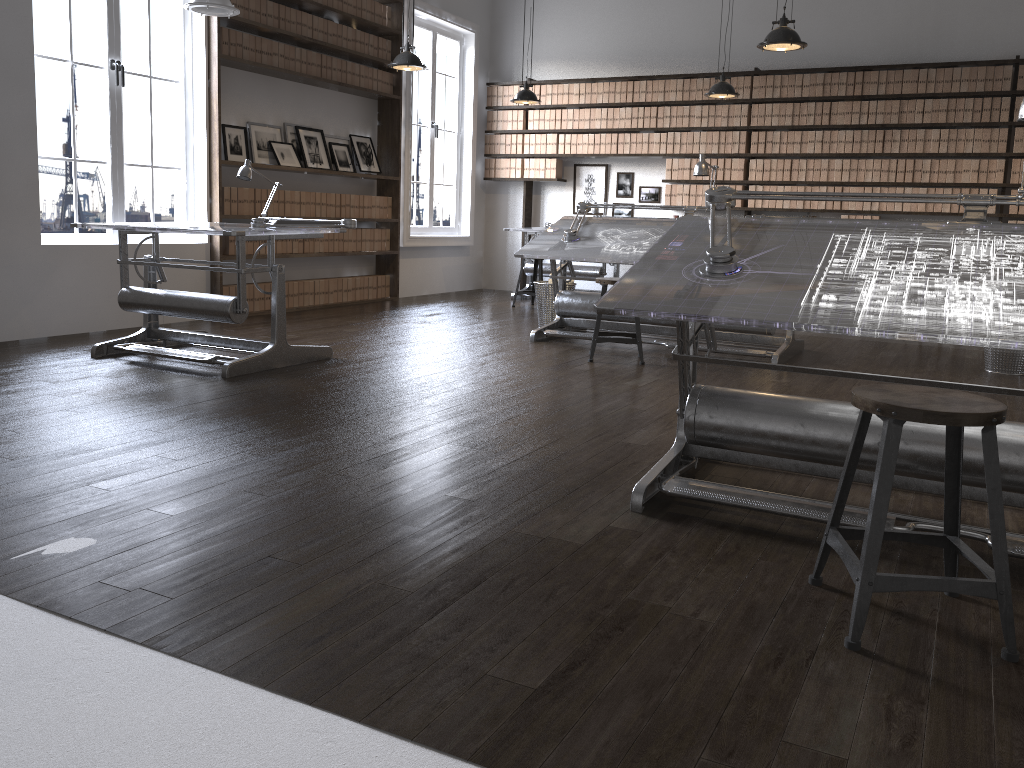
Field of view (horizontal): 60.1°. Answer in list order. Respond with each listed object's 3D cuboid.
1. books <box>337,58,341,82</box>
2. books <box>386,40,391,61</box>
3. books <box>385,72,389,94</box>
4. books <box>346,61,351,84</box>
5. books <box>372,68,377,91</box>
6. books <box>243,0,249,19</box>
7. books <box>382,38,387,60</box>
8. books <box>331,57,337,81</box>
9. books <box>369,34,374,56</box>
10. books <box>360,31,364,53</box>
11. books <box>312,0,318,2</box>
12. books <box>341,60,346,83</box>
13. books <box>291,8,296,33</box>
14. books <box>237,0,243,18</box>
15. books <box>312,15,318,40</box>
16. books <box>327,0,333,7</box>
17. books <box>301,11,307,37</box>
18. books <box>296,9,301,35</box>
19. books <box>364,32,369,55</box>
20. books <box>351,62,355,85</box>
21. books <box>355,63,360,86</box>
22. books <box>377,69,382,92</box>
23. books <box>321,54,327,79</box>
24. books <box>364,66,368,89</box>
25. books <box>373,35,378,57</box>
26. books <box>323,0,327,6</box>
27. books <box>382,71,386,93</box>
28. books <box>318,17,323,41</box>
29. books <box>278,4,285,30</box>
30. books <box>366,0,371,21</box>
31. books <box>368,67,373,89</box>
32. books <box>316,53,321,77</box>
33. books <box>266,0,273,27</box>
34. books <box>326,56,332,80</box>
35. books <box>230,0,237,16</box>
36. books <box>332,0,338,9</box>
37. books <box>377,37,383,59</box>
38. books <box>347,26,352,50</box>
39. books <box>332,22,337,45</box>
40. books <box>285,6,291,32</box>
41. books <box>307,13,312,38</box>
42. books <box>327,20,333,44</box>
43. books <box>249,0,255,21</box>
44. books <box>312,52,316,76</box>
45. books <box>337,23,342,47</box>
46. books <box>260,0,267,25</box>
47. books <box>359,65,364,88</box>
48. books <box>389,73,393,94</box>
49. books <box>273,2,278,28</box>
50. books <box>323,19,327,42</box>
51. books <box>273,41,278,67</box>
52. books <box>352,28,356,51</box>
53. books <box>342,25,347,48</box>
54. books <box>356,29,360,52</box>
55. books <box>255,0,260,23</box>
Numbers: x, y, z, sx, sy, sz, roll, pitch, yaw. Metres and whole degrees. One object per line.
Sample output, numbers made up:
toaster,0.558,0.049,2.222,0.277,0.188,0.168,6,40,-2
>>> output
books,-1.672,-2.897,8.221,0.175,0.224,0.067,7,9,27
books,-1.299,-3.320,8.864,0.175,0.224,0.067,7,9,27
books,-1.322,-3.010,8.883,0.175,0.224,0.067,7,9,27
books,-1.603,-2.917,8.340,0.175,0.224,0.067,7,9,27
books,-1.415,-2.979,8.704,0.175,0.224,0.067,7,9,27
books,-2.210,-3.027,7.136,0.175,0.224,0.067,7,9,27
books,-1.337,-3.309,8.798,0.175,0.224,0.067,7,9,27
books,-1.702,-2.886,8.157,0.175,0.224,0.067,7,9,27
books,-1.435,-3.276,8.602,0.175,0.224,0.067,7,9,27
books,-1.504,-3.255,8.479,0.175,0.224,0.067,7,9,27
books,-1.807,-3.465,7.828,0.175,0.224,0.067,7,9,27
books,-1.639,-2.908,8.284,0.175,0.224,0.067,7,9,27
books,-1.949,-3.111,7.630,0.175,0.224,0.067,7,9,27
books,-2.237,-3.017,7.080,0.175,0.224,0.067,7,9,27
books,-1.816,-3.153,7.877,0.175,0.224,0.067,7,9,27
books,-1.713,-3.497,8.017,0.175,0.224,0.067,7,9,27
books,-1.882,-3.131,7.747,0.175,0.224,0.067,7,9,27
books,-1.916,-3.120,7.684,0.175,0.224,0.067,7,9,27
books,-1.471,-3.266,8.542,0.175,0.224,0.067,7,9,27
books,-1.576,-2.928,8.401,0.175,0.224,0.067,7,9,27
books,-1.546,-2.937,8.456,0.175,0.224,0.067,7,9,27
books,-1.378,-2.990,8.767,0.175,0.224,0.067,7,9,27
books,-1.768,-2.865,8.028,0.175,0.224,0.067,7,9,27
books,-1.481,-2.959,8.582,0.175,0.224,0.067,7,9,27
books,-1.406,-3.287,8.667,0.175,0.224,0.067,7,9,27
books,-1.747,-3.487,7.956,0.175,0.224,0.067,7,9,27
books,-1.347,-3.000,8.825,0.175,0.224,0.067,7,9,27
books,-1.784,-3.164,7.942,0.175,0.224,0.067,7,9,27
books,-2.011,-3.090,7.506,0.175,0.224,0.067,7,9,27
books,-1.450,-3.581,8.513,0.175,0.224,0.067,7,9,27
books,-1.451,-2.969,8.645,0.175,0.224,0.067,7,9,27
books,-1.808,-2.854,7.965,0.175,0.224,0.067,7,9,27
books,-2.079,-3.068,7.377,0.175,0.224,0.067,7,9,27
books,-1.739,-2.876,8.097,0.175,0.224,0.067,7,9,27
books,-2.269,-3.007,7.015,0.175,0.224,0.067,7,9,27
books,-1.678,-3.508,8.082,0.175,0.224,0.067,7,9,27
books,-1.366,-3.297,8.730,0.175,0.224,0.067,7,9,27
books,-1.593,-3.225,8.305,0.175,0.224,0.067,7,9,27
books,-1.695,-3.194,8.119,0.175,0.224,0.067,7,9,27
books,-1.981,-3.101,7.573,0.175,0.224,0.067,7,9,27
books,-1.852,-3.142,7.813,0.175,0.224,0.067,7,9,27
books,-1.721,-3.183,8.055,0.175,0.224,0.067,7,9,27
books,-2.175,-3.036,7.193,0.175,0.224,0.067,7,9,27
books,-1.836,-2.844,7.907,0.175,0.224,0.067,7,9,27
books,-1.661,-3.204,8.180,0.175,0.224,0.067,7,9,27
books,-2.116,-3.058,7.317,0.175,0.224,0.067,7,9,27
books,-1.510,-2.948,8.519,0.175,0.224,0.067,7,9,27
books,-1.291,-3.020,8.945,0.175,0.224,0.067,7,9,27
books,-2.051,-3.079,7.442,0.175,0.224,0.067,7,9,27
books,-1.756,-3.173,7.998,0.175,0.224,0.067,7,9,27
books,-2.062,-2.771,7.475,0.175,0.224,0.067,7,9,27
books,-1.565,-3.235,8.361,0.175,0.224,0.067,7,9,27
books,-1.625,-3.214,8.240,0.175,0.224,0.067,7,9,27
books,-1.530,-3.244,8.417,0.175,0.224,0.067,7,9,27
books,-2.149,-3.047,7.255,0.175,0.224,0.067,7,9,27
